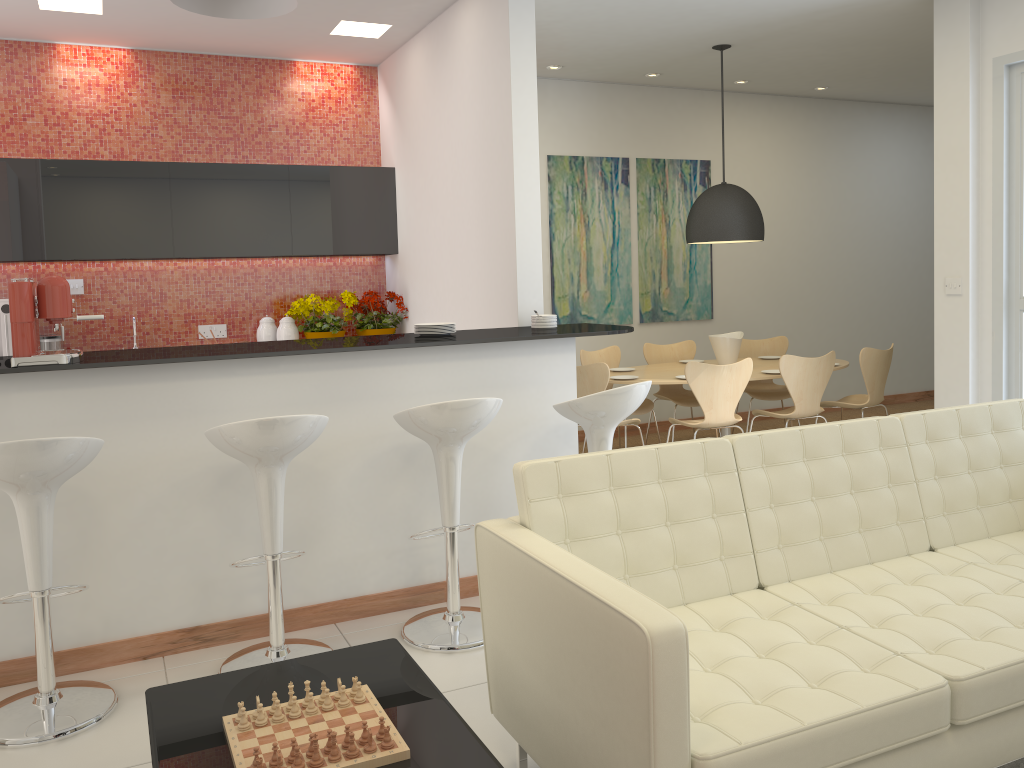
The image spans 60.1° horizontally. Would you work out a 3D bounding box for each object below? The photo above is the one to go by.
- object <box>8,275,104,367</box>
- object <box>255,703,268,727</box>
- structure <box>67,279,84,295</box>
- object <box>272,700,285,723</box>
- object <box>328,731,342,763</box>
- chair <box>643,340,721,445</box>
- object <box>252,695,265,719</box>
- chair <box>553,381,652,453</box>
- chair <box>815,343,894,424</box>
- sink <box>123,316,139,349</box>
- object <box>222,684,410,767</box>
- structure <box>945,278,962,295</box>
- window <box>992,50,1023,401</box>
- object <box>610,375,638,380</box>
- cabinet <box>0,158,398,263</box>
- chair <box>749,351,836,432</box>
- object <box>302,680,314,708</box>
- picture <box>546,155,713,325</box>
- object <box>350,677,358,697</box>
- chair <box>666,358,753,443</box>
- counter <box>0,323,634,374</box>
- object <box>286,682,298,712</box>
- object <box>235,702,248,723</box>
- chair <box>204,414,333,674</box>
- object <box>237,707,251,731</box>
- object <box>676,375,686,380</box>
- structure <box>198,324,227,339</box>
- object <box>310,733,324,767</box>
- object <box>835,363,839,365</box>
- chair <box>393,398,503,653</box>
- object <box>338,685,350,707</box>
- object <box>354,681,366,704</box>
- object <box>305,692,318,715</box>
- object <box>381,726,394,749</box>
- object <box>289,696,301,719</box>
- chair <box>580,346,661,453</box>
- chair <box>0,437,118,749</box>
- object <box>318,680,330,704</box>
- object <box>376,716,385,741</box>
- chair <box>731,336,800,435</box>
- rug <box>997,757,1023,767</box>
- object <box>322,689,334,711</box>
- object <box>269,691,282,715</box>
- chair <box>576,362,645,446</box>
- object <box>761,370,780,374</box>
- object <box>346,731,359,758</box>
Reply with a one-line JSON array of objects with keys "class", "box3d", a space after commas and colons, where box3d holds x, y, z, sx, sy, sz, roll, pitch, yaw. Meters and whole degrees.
[{"class": "object", "box3d": [-1.770, -0.256, 3.458, 0.321, 0.335, 0.322, -4, 6, -24]}, {"class": "object", "box3d": [-0.600, 0.788, 2.114, 0.030, 0.049, 0.030, -3, 5, -17]}, {"class": "structure", "box3d": [-3.055, -0.678, 6.182, 0.114, 0.104, 0.008, -4, 4, -25]}, {"class": "object", "box3d": [-0.563, 0.785, 2.131, 0.030, 0.049, 0.030, -3, 5, -17]}, {"class": "object", "box3d": [-0.391, 0.795, 1.946, 0.030, 0.064, 0.030, -3, 4, -17]}, {"class": "chair", "box3d": [1.410, 0.109, 7.380, 0.522, 0.903, 0.517, -3, 5, -20]}, {"class": "object", "box3d": [-0.616, 0.783, 2.150, 0.030, 0.052, 0.030, -5, 5, -32]}, {"class": "chair", "box3d": [0.411, 0.487, 4.014, 0.458, 1.017, 0.465, -5, 5, -38]}, {"class": "chair", "box3d": [2.612, 0.149, 6.733, 0.523, 0.903, 0.516, -6, 6, -41]}, {"class": "sink", "box3d": [-2.597, -0.202, 6.152, 0.809, 0.535, 0.418, -4, 5, -24]}, {"class": "object", "box3d": [-0.466, 0.824, 2.067, 0.361, 0.021, 0.361, -5, 8, -24]}, {"class": "structure", "box3d": [2.760, -0.612, 5.536, 0.013, 0.104, 0.114, -3, 6, -24]}, {"class": "window", "box3d": [3.699, -0.448, 3.869, 0.121, 2.703, 3.444, -3, 6, -24]}, {"class": "object", "box3d": [0.813, -0.043, 6.423, 0.210, 0.015, 0.211, -2, 7, -3]}, {"class": "cabinet", "box3d": [-2.419, -1.215, 6.259, 3.247, 0.657, 0.353, -5, 5, -24]}, {"class": "chair", "box3d": [2.008, 0.213, 6.363, 0.522, 0.903, 0.517, -4, 5, -24]}, {"class": "object", "box3d": [-0.508, 0.768, 2.200, 0.030, 0.064, 0.030, -3, 4, -17]}, {"class": "picture", "box3d": [1.110, -1.301, 8.064, 1.741, 1.501, 0.020, -4, 4, -25]}, {"class": "object", "box3d": [-0.398, 0.768, 2.250, 0.030, 0.044, 0.030, -3, 5, -17]}, {"class": "chair", "box3d": [1.345, 0.266, 6.090, 0.522, 0.903, 0.517, -3, 5, -17]}, {"class": "counter", "box3d": [-0.772, -0.187, 4.111, 2.969, 0.019, 0.738, -5, 8, -24]}, {"class": "object", "box3d": [-0.544, 0.768, 2.183, 0.030, 0.069, 0.030, -3, 4, -17]}, {"class": "object", "box3d": [-0.653, 0.790, 2.134, 0.030, 0.044, 0.030, -3, 5, -17]}, {"class": "chair", "box3d": [-0.918, 0.602, 3.404, 0.457, 1.017, 0.466, -3, 4, -13]}, {"class": "object", "box3d": [-0.636, 0.791, 2.098, 0.030, 0.049, 0.030, -3, 5, -17]}, {"class": "object", "box3d": [1.274, -0.046, 6.324, 0.210, 0.015, 0.211, -2, 7, 2]}, {"class": "structure", "box3d": [-2.222, -0.390, 6.574, 0.198, 0.099, 0.016, -5, 4, -24]}, {"class": "object", "box3d": [-0.427, 0.795, 1.929, 0.030, 0.069, 0.030, -3, 4, -17]}, {"class": "object", "box3d": [2.435, -0.149, 6.879, 0.210, 0.015, 0.211, 2, 8, 30]}, {"class": "chair", "box3d": [-0.253, 0.544, 3.707, 0.457, 1.017, 0.466, -3, 4, -13]}, {"class": "object", "box3d": [-0.418, 0.772, 2.197, 0.030, 0.049, 0.030, -3, 5, -17]}, {"class": "object", "box3d": [-0.382, 0.769, 2.214, 0.030, 0.049, 0.030, -3, 5, -17]}, {"class": "object", "box3d": [-0.491, 0.779, 2.164, 0.030, 0.049, 0.030, -3, 5, -17]}, {"class": "object", "box3d": [-0.282, 0.795, 1.996, 0.030, 0.044, 0.030, -3, 5, -17]}, {"class": "object", "box3d": [-0.527, 0.782, 2.147, 0.030, 0.049, 0.030, -3, 5, -17]}, {"class": "chair", "box3d": [0.847, 0.169, 7.022, 0.516, 0.903, 0.523, 3, 6, 45]}, {"class": "chair", "box3d": [-1.638, 0.664, 3.075, 0.457, 1.017, 0.466, -3, 4, -13]}, {"class": "object", "box3d": [-0.471, 0.769, 2.217, 0.030, 0.054, 0.030, -3, 5, -17]}, {"class": "object", "box3d": [-0.298, 0.788, 2.032, 0.030, 0.049, 0.030, -3, 5, -17]}, {"class": "chair", "box3d": [2.172, 0.059, 7.595, 0.521, 0.903, 0.518, -2, 4, 0]}, {"class": "rug", "box3d": [1.680, 1.224, 1.756, 3.332, 0.004, 2.452, -5, 7, -23]}, {"class": "object", "box3d": [-0.454, 0.775, 2.181, 0.030, 0.049, 0.030, -3, 5, -17]}, {"class": "object", "box3d": [-0.580, 0.778, 2.167, 0.030, 0.054, 0.030, -3, 5, -17]}, {"class": "chair", "box3d": [0.625, 0.271, 6.240, 0.517, 0.903, 0.522, -6, 6, -40]}, {"class": "object", "box3d": [1.934, -0.086, 6.488, 0.210, 0.015, 0.211, 1, 7, 21]}, {"class": "object", "box3d": [-0.354, 0.796, 1.963, 0.030, 0.054, 0.030, -3, 5, -17]}]
